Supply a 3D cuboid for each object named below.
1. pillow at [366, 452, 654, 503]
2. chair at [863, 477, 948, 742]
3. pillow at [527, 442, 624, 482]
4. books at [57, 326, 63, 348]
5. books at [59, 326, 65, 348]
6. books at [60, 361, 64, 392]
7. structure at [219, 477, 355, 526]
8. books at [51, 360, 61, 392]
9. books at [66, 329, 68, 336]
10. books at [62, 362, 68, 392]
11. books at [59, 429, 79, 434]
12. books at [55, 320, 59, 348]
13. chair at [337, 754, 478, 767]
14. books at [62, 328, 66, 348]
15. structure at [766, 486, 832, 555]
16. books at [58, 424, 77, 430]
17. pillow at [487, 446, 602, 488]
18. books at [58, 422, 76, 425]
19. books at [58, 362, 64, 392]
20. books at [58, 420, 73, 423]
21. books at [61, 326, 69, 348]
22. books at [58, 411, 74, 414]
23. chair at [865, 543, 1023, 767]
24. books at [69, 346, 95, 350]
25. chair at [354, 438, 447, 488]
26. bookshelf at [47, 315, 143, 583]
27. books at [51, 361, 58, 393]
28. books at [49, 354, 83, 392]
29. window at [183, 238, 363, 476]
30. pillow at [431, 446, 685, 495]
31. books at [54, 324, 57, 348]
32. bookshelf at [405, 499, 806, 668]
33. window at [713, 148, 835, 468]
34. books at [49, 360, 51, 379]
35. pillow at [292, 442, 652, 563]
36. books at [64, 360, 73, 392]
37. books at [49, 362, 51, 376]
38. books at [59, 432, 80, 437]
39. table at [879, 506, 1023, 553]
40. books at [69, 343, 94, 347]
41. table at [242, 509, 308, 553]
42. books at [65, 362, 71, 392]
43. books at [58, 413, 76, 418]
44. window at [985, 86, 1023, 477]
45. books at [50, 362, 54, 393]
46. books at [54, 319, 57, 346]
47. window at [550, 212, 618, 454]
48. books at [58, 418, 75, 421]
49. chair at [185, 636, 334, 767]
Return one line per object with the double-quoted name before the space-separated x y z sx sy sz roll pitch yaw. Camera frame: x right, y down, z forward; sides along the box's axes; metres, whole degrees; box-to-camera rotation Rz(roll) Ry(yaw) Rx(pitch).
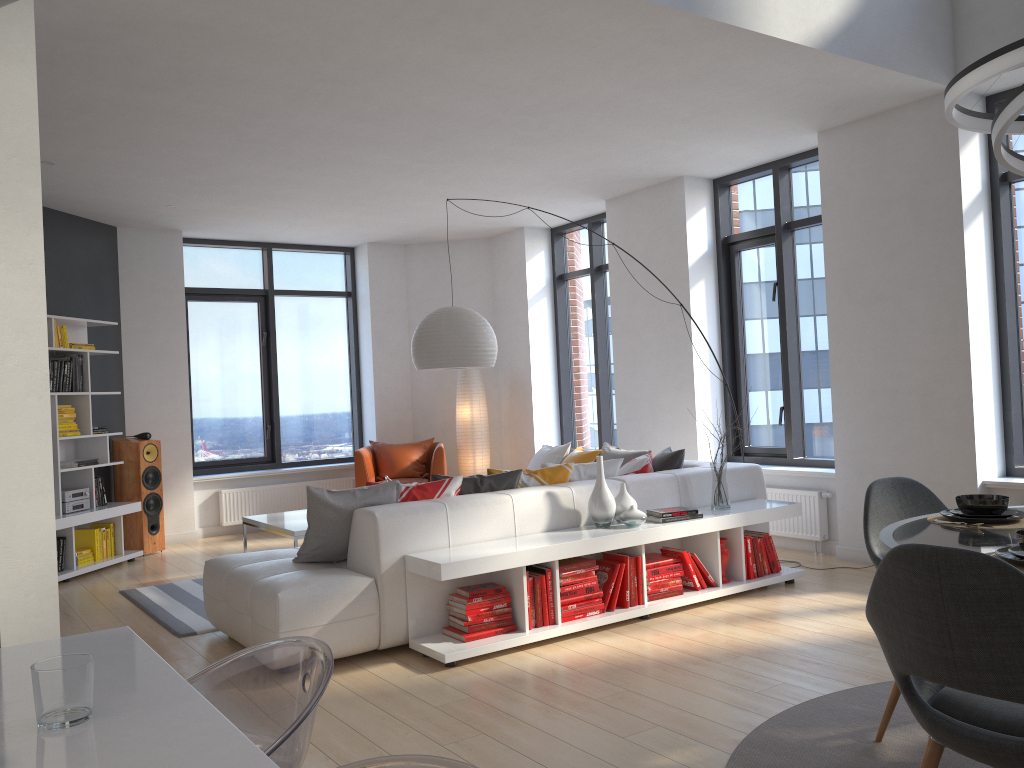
"pillow" 0.126 0.715 5.432 2.250 0.449 0.575 -2 -1 -37
"chair" 1.548 0.779 2.999 0.655 0.891 0.619 -2 -1 -28
"pillow" 0.279 0.692 6.497 0.580 0.456 2.156 -3 -1 -8
"books" -3.632 -0.368 7.014 0.132 0.180 0.054 -3 -1 11
"books" -3.621 -0.368 7.032 0.128 0.178 0.044 -3 -1 10
"books" -3.652 -0.053 7.034 0.192 0.254 0.075 -3 -1 10
"structure" -2.281 1.255 9.198 1.474 0.460 0.110 -2 -1 -34
"books" -3.662 -0.056 6.991 0.197 0.260 0.066 -3 -1 11
"books" -3.620 -0.371 7.098 0.142 0.184 0.044 -3 -1 12
"books" -3.634 -0.049 7.057 0.179 0.243 0.071 -3 -1 10
"books" -3.640 0.383 7.098 0.203 0.024 0.257 -3 -1 14
"books" -3.660 -0.390 6.987 0.164 0.224 0.054 -3 -1 10
"chair" -0.164 0.890 0.979 0.475 0.787 0.434 -3 -1 19
"books" -3.606 -0.359 7.048 0.108 0.161 0.046 -3 -1 10
"structure" 2.013 1.019 6.766 0.110 0.460 1.015 -2 -1 -34
"books" -3.646 0.350 7.101 0.189 0.042 0.243 -3 -1 11
"pillow" 0.256 0.707 6.178 0.630 0.440 2.095 -3 -1 13
"books" -3.662 0.322 7.101 0.189 0.014 0.251 -3 -1 14
"books" -3.630 -0.047 7.007 0.172 0.242 0.069 -3 -1 12
"books" -3.645 0.304 7.088 0.145 0.023 0.217 -3 -1 15
"books" -3.616 -0.371 7.074 0.141 0.184 0.064 -3 -1 12
"books" -3.662 0.231 7.108 0.160 0.022 0.227 -3 -1 26
"chair" 1.193 0.785 2.074 0.619 0.891 0.655 -2 -1 -33
"books" -3.609 -0.290 7.310 0.194 0.028 0.257 -3 -1 16
"chair" -1.096 0.994 9.009 0.896 0.858 0.843 -3 -1 -2
"bookshelf" -3.721 0.493 6.207 0.455 2.052 3.000 -3 -1 11
"books" -3.667 -0.051 6.957 0.191 0.249 0.084 -3 -1 11
"books" -3.643 -0.079 7.231 0.259 0.321 0.128 -3 -1 11
"window" -2.568 -0.300 9.471 1.960 2.402 0.170 -2 -1 -34
"pillow" 0.390 0.678 5.622 2.120 0.436 0.608 -2 -1 -38
"books" -3.644 -0.393 6.930 0.161 0.229 0.041 -3 -1 10
"bookshelf" 0.656 1.044 4.972 2.600 0.500 0.356 -2 -1 -34
"window" 2.192 -0.559 6.997 0.170 2.402 1.310 -2 -1 -34
"books" -3.681 -0.053 6.894 0.192 0.254 0.075 -3 -1 10
"pillow" -0.141 0.700 5.652 0.647 0.453 2.953 -3 -1 43
"books" -3.633 -0.056 7.131 0.197 0.260 0.066 -3 -1 11
"books" -3.659 -0.047 6.867 0.172 0.242 0.069 -3 -1 12
"books" -3.630 0.408 7.099 0.194 0.028 0.257 -3 -1 16
"table" 1.847 0.814 2.456 1.499 0.764 1.499 -2 -1 -45
"books" -3.619 -0.315 7.308 0.203 0.024 0.257 -3 -1 14
"table" -1.257 1.175 6.507 1.091 0.435 1.091 -2 -1 -34
"books" -3.638 -0.051 7.097 0.191 0.249 0.084 -3 -1 11
"books" -3.658 0.259 7.114 0.176 0.033 0.239 -3 -1 14
"window" 3.482 -0.644 5.096 0.170 2.402 1.310 -2 -1 -34
"books" -3.670 -0.047 6.920 0.179 0.243 0.068 -3 -1 9
"books" -3.658 -0.390 6.956 0.163 0.224 0.041 -3 -1 9
"window" 0.900 -0.474 8.900 0.170 2.402 1.310 -2 -1 -34
"books" -3.660 0.285 7.104 0.171 0.019 0.239 -3 -1 11
"chair" -0.501 0.887 1.473 0.434 0.838 0.475 -2 -1 -36
